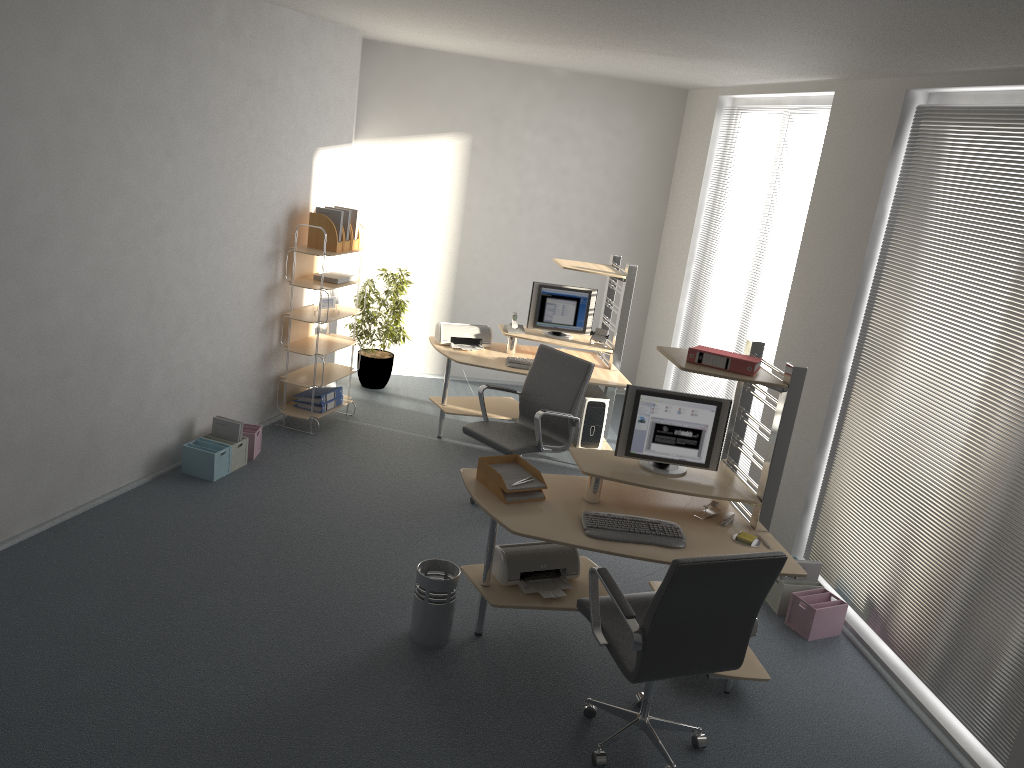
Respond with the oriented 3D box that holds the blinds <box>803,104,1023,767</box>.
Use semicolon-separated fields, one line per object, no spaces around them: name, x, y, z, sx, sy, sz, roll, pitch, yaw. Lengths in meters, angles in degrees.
blinds;2.187;0.068;4.328;0.022;2.770;1.950;5;16;-10

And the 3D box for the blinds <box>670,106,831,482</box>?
blinds;1.776;-0.756;6.973;0.037;2.749;1.950;5;16;-10

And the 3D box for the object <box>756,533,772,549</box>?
object;1.186;0.739;4.190;0.011;0.011;0.158;4;16;-13

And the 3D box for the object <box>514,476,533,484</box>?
object;0.052;0.468;4.307;0.008;0.009;0.159;19;19;33

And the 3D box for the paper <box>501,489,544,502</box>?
paper;-0.006;0.503;4.379;0.210;0.019;0.297;-2;19;-30

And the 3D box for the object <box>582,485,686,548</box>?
object;0.554;0.616;4.367;0.478;0.082;0.814;7;16;-3

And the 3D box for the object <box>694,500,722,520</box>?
object;0.978;0.619;4.405;0.159;0.064;0.054;-7;22;-42

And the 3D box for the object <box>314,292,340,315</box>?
object;-1.414;-0.620;6.798;0.077;0.161;0.192;19;19;34

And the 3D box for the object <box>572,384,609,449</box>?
object;0.588;0.247;7.009;0.199;0.422;0.471;5;16;-10

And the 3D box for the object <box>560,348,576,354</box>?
object;0.515;-0.179;7.085;0.168;0.088;0.742;6;16;-8

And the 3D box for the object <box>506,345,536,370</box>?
object;0.185;-0.197;6.997;0.478;0.082;0.814;7;16;-3

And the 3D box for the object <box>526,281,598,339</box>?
object;0.401;-0.590;7.086;0.516;0.418;0.245;9;16;4

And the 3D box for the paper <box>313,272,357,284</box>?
paper;-1.363;-0.822;6.845;0.213;0.046;0.297;13;17;16

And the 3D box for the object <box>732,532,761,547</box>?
object;1.106;0.725;4.170;0.132;0.026;0.132;5;16;-10

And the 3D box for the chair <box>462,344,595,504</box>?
chair;0.075;0.322;5.865;0.652;1.048;0.584;-7;22;-43

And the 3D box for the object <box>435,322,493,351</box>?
object;-0.361;-0.374;7.006;0.438;0.162;0.351;3;17;-18

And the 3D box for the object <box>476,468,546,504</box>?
object;-0.005;0.490;4.376;0.225;0.060;0.309;-2;19;-30

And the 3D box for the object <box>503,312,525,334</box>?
object;0.024;-0.488;7.035;0.150;0.151;0.119;1;18;-24

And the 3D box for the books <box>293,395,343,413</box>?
books;-1.530;0.132;7.014;0.262;0.072;0.320;13;17;17

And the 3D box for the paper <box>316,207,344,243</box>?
paper;-1.372;-1.155;6.615;0.213;0.297;0.045;12;16;14

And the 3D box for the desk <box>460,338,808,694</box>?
desk;0.528;0.588;4.229;1.469;1.566;0.967;5;16;-10

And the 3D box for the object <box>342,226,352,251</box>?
object;-1.342;-1.159;6.716;0.243;0.259;0.113;13;17;16

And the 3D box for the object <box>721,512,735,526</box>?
object;1.060;0.658;4.350;0.022;0.042;0.134;18;19;30

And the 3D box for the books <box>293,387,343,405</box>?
books;-1.532;0.077;7.001;0.263;0.100;0.320;13;17;17

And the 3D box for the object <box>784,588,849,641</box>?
object;1.684;1.279;4.917;0.245;0.202;0.185;0;18;-27

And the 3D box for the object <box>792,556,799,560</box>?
object;1.598;1.156;5.300;0.245;0.202;0.185;5;16;-10

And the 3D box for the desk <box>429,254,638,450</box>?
desk;0.119;-0.233;6.869;1.469;1.566;0.967;5;16;-10

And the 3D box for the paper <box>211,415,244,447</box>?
paper;-1.926;0.385;5.975;0.220;0.306;0.068;13;17;15

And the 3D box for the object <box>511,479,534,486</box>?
object;0.051;0.476;4.278;0.159;0.009;0.008;-8;23;-45

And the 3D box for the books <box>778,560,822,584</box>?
books;1.636;1.147;5.092;0.220;0.306;0.068;5;16;-10

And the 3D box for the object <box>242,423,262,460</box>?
object;-1.897;0.399;6.197;0.245;0.202;0.185;8;16;-2

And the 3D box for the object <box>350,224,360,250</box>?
object;-1.297;-1.186;6.829;0.243;0.259;0.113;14;17;19

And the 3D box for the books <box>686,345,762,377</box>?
books;1.038;-0.129;4.311;0.320;0.072;0.262;14;17;21

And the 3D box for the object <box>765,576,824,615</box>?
object;1.625;1.210;5.125;0.245;0.202;0.185;5;16;-10

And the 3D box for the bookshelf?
bookshelf;-1.456;-0.454;6.862;0.381;1.572;0.724;13;17;16

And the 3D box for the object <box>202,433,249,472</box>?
object;-1.941;0.456;5.981;0.245;0.202;0.185;13;17;15

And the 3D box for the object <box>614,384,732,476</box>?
object;0.809;0.225;4.468;0.516;0.418;0.245;11;16;11

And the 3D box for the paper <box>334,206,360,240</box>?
paper;-1.288;-1.209;6.843;0.213;0.297;0.045;14;17;19

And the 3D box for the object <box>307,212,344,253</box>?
object;-1.379;-1.132;6.601;0.243;0.259;0.113;12;16;14

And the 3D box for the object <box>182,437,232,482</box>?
object;-1.998;0.497;5.810;0.245;0.202;0.185;13;17;15

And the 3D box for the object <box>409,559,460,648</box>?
object;-0.376;1.069;4.310;0.208;0.377;0.208;18;19;31

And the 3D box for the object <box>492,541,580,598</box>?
object;0.151;0.918;4.425;0.438;0.162;0.351;0;18;-25

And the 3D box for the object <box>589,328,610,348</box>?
object;0.692;-0.367;6.968;0.154;0.135;0.093;16;18;25

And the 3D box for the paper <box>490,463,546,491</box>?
paper;0.001;0.453;4.364;0.210;0.010;0.297;-2;19;-30

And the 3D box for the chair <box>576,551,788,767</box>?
chair;0.621;1.039;3.656;0.584;1.048;0.652;1;17;-23

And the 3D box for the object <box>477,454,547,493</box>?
object;0.002;0.437;4.361;0.225;0.060;0.309;-2;19;-30

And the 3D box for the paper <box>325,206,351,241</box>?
paper;-1.334;-1.183;6.730;0.213;0.297;0.045;13;17;16

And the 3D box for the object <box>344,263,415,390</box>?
object;-1.173;-0.515;7.998;0.544;1.147;0.644;13;17;17
